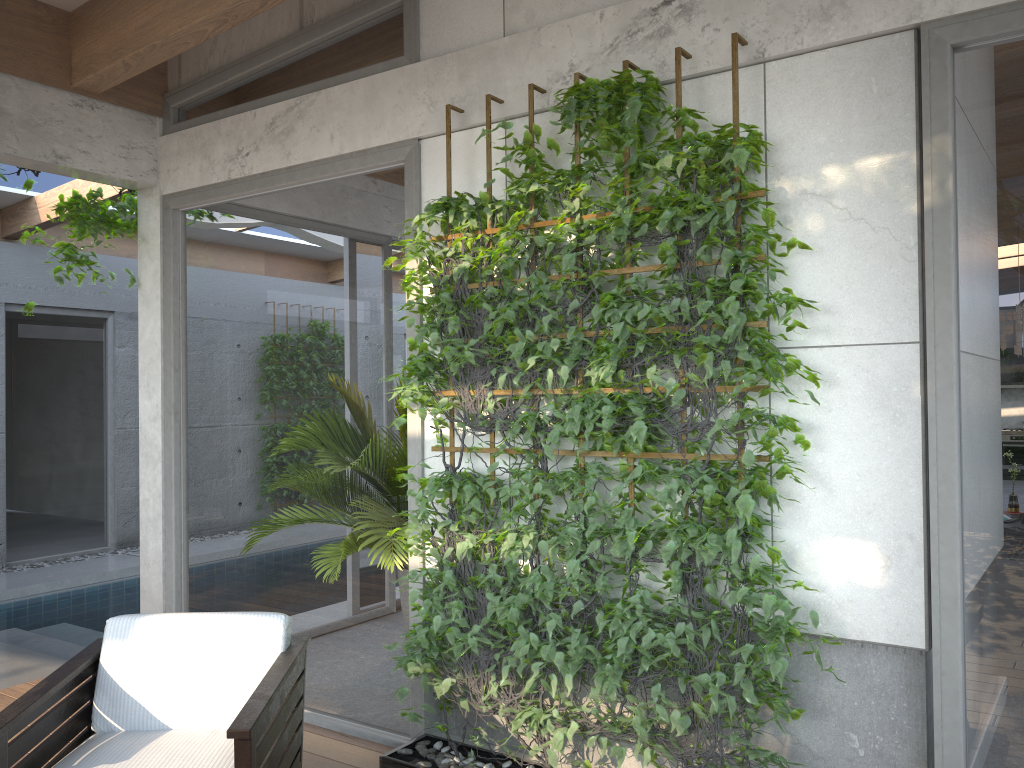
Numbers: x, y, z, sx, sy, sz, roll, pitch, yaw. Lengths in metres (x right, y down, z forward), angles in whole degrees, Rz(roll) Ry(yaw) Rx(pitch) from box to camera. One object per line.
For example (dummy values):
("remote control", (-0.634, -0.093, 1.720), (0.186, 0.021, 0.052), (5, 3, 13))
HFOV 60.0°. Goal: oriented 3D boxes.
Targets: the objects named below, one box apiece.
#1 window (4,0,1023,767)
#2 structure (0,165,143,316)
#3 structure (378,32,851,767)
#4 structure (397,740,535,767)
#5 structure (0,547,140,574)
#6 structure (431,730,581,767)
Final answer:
("window", (4.739, -0.232, 9.788), (14.294, 3.764, 23.280), (-1, -1, 34))
("structure", (-2.395, -1.381, 5.048), (0.918, 2.054, 1.822), (-1, -1, 31))
("structure", (0.259, 0.189, 3.241), (1.851, 2.669, 0.500), (-1, -1, 35))
("structure", (-0.061, 1.485, 3.386), (0.928, 0.044, 0.231), (-1, -1, 34))
("structure", (-2.174, 1.753, 11.944), (0.477, 0.068, 13.673), (-1, -1, 34))
("structure", (1.064, 1.318, 4.169), (2.012, 0.595, 2.203), (-1, -1, 34))
